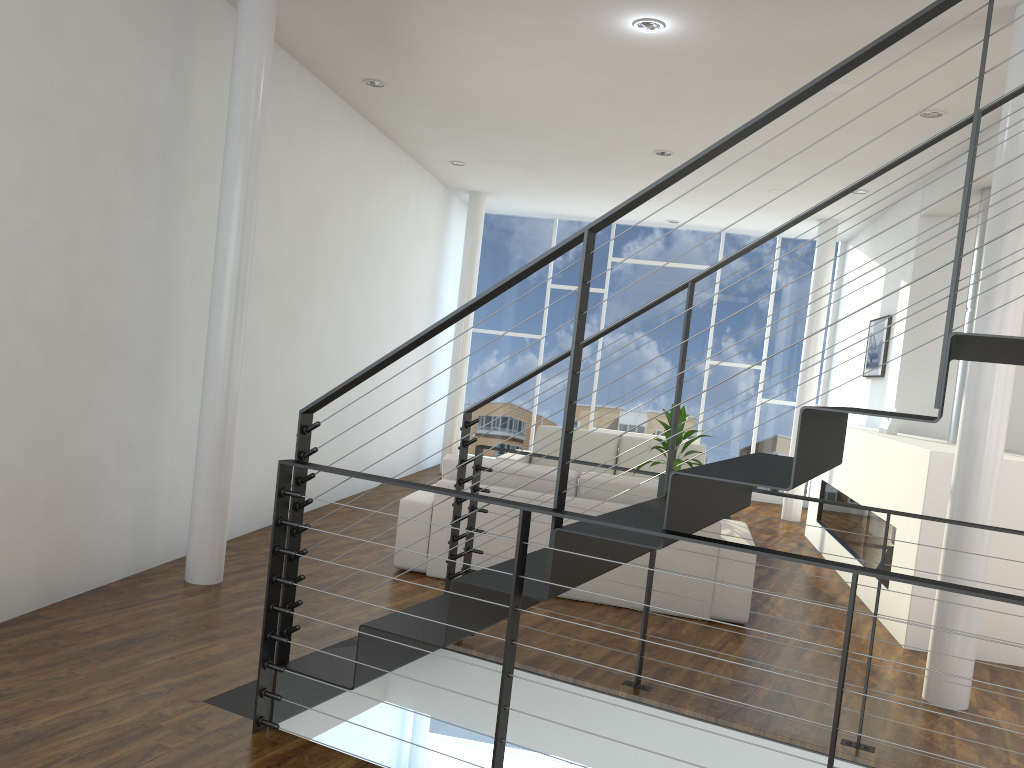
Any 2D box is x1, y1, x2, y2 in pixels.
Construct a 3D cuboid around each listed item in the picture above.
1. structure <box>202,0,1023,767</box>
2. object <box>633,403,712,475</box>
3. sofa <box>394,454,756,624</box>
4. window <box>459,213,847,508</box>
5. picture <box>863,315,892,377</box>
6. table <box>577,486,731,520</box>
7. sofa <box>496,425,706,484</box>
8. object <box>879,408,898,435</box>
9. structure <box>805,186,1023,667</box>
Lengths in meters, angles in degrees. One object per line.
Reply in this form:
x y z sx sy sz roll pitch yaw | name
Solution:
1.355 0.654 1.893 4.355 6.305 1.094 7 3 26 | structure
0.976 0.414 5.209 0.432 0.602 0.457 6 2 -5 | object
0.333 0.667 4.306 1.610 0.566 0.802 7 2 11 | sofa
1.369 -1.836 8.202 3.413 5.642 0.090 7 3 10 | window
2.555 -0.255 6.213 0.020 0.416 0.575 7 2 10 | picture
0.474 0.801 5.359 1.607 0.285 0.661 7 2 11 | table
0.730 0.657 6.406 1.609 0.566 0.802 7 2 11 | sofa
2.196 0.214 5.158 0.061 0.151 0.100 6 2 -3 | object
2.379 0.061 4.976 0.750 2.208 2.749 7 2 10 | structure
